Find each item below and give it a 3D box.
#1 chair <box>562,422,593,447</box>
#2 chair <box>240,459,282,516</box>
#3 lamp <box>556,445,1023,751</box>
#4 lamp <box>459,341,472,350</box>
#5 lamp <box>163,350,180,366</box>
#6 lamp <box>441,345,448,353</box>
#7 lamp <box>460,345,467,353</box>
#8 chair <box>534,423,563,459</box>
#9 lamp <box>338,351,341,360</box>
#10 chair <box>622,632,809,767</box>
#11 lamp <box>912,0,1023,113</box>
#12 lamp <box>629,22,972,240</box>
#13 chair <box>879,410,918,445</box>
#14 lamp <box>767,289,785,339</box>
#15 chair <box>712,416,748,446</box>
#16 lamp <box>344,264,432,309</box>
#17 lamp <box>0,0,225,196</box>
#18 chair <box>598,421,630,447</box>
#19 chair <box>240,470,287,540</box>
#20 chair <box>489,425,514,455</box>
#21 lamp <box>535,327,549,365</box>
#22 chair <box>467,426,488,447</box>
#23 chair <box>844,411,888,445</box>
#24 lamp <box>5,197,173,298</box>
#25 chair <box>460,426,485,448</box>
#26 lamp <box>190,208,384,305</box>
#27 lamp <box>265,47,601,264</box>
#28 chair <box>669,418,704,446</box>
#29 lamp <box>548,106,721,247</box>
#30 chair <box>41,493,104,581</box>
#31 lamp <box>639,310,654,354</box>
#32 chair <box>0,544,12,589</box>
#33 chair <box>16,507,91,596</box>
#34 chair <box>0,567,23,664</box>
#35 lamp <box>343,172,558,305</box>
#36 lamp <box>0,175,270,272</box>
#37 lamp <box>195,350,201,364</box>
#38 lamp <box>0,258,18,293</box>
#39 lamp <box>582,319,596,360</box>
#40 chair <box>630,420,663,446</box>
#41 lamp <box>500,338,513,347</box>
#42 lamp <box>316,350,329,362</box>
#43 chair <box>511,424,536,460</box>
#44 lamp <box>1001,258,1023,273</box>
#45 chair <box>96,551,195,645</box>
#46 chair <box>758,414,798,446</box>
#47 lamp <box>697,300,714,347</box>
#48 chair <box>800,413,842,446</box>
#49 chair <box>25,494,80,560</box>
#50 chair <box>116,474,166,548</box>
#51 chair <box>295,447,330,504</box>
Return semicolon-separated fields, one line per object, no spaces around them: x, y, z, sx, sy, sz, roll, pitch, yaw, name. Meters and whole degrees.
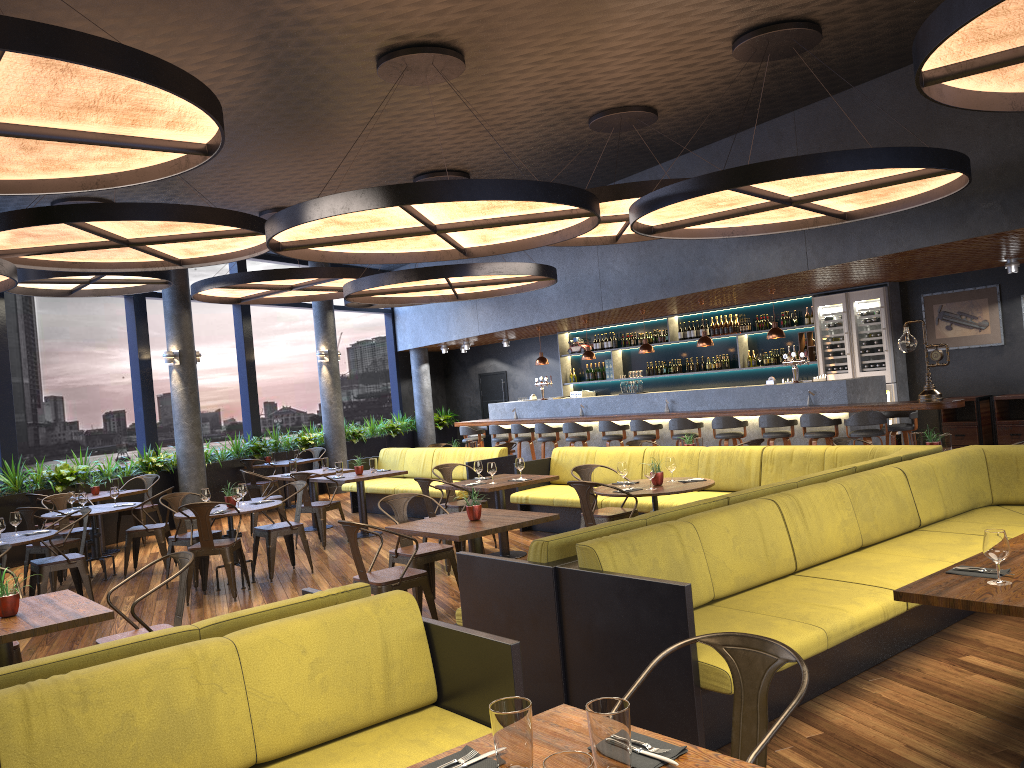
1.062;1.116;14.117;0.438;1.048;0.483;-5;0;-20;chair
-4.051;1.636;14.289;0.504;0.917;0.541;-5;0;25;chair
4.597;-0.054;6.054;9.057;2.714;3.017;-5;0;-40;lamp
-0.944;-0.805;18.522;0.228;0.172;0.228;-5;0;-40;lamp
-5.075;-0.386;13.128;0.215;0.215;0.189;-5;0;18;lamp
-1.460;-0.757;19.176;0.228;0.172;0.228;-5;0;-40;lamp
-1.088;-0.788;19.969;0.228;0.172;0.228;-5;0;-40;lamp
0.632;1.156;14.703;0.438;1.048;0.483;-5;0;-11;chair
-3.339;-0.530;16.882;0.215;0.215;0.189;-5;0;29;lamp
0.541;1.197;2.389;0.541;0.917;0.504;-5;0;-39;chair
3.156;-2.326;3.745;2.778;1.475;2.778;-5;0;-39;lamp
2.354;-2.244;7.676;2.778;1.475;2.778;-5;0;-36;lamp
4.736;0.781;10.849;0.483;1.048;0.438;-5;0;22;chair
3.593;-0.963;12.161;0.250;0.673;0.250;-5;0;-7;lamp
2.962;0.942;12.003;0.438;1.048;0.483;-5;0;-25;chair
-2.135;-2.060;16.355;1.979;1.093;1.979;-5;0;14;lamp
-3.101;-1.945;4.929;2.778;1.159;2.778;-5;0;40;lamp
1.607;1.067;13.636;0.483;1.048;0.438;-5;0;22;chair
-3.284;1.561;11.746;0.541;0.917;0.504;-5;0;-21;chair
-0.132;1.227;15.730;0.483;1.048;0.438;-5;0;22;chair
0.511;-0.680;15.900;0.250;0.673;0.250;-5;0;38;lamp
-0.678;1.279;17.323;0.483;1.048;0.438;-5;0;-11;chair
4.185;0.829;10.440;0.483;1.048;0.438;-5;0;42;chair
-5.432;-1.780;11.338;1.979;1.093;1.979;-5;0;14;lamp
-0.689;1.278;16.336;0.483;1.048;0.438;-5;0;22;chair
-3.252;-1.910;12.926;2.778;1.159;2.778;-5;0;-4;lamp
-0.706;-1.973;7.499;2.778;1.475;2.778;-5;0;10;lamp
2.497;0.985;12.534;0.483;1.048;0.438;-5;0;11;chair
1.257;-2.319;9.636;2.778;1.159;2.778;-5;0;11;lamp
-5.007;1.710;10.084;0.541;0.917;0.504;-5;0;41;chair
2.093;-0.825;13.981;0.250;0.673;0.250;-5;0;-7;lamp
-3.613;1.575;5.923;0.541;0.917;0.504;-5;0;-39;chair
-4.764;1.686;9.160;0.504;0.917;0.541;-5;0;23;chair
-3.017;1.520;4.985;0.504;0.917;0.541;-5;0;-39;chair
-0.855;-1.949;11.603;2.778;1.475;2.778;-5;0;15;lamp
-3.768;-1.876;8.599;2.778;1.159;2.778;-5;0;28;lamp
-4.873;-0.403;13.654;0.215;0.215;0.189;-5;0;26;lamp
-6.142;-1.565;8.075;2.778;1.362;2.778;-5;0;19;lamp
1.268;-0.749;14.981;0.250;0.673;0.250;-5;0;-7;lamp
2.000;1.030;13.075;0.438;1.048;0.483;-5;0;-11;chair
-0.128;-0.877;18.805;0.228;0.172;0.228;-5;0;-40;lamp
-3.520;-0.516;16.349;0.215;0.215;0.189;-5;0;11;lamp
0.256;1.191;15.278;0.483;1.048;0.438;-5;0;22;chair
6.168;-1.457;10.931;0.228;0.172;0.228;-5;0;-40;lamp
-2.003;1.429;4.888;0.541;0.917;0.504;-5;0;-39;chair
3.459;0.896;11.409;0.483;1.048;0.438;-5;0;22;chair
2.825;-0.893;13.092;0.250;0.673;0.250;-5;0;-7;lamp
3.803;0.864;10.887;0.438;1.048;0.483;-5;0;-11;chair
-5.644;1.769;10.931;0.504;0.917;0.541;-5;0;36;chair
-5.086;1.723;12.141;0.504;0.917;0.541;-5;0;14;chair
-3.501;1.591;15.499;0.504;0.917;0.541;-5;0;16;chair
